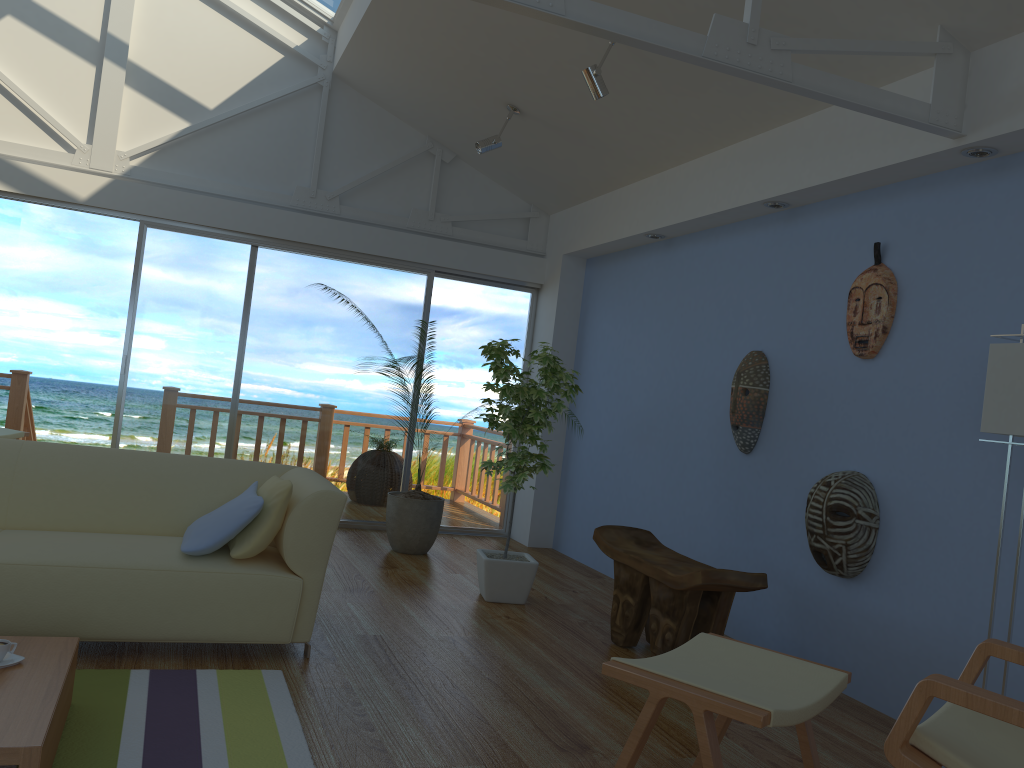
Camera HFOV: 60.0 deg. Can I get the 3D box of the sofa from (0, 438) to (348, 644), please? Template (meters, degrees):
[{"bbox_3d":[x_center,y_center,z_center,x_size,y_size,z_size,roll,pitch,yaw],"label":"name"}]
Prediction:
[{"bbox_3d":[-1.934,0.542,3.339,2.448,0.597,0.950,7,-1,-21],"label":"sofa"}]

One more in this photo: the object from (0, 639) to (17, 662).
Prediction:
[{"bbox_3d":[-1.360,0.697,2.358,0.062,0.077,0.086,6,-1,39],"label":"object"}]

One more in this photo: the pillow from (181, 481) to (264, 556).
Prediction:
[{"bbox_3d":[-1.143,0.523,3.496,0.272,0.244,0.566,7,-1,-18],"label":"pillow"}]

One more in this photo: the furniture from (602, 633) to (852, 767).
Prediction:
[{"bbox_3d":[0.571,0.972,2.394,0.449,0.427,0.619,6,-1,39],"label":"furniture"}]

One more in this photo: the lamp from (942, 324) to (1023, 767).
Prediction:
[{"bbox_3d":[1.647,0.561,2.938,0.200,1.520,0.200,7,-1,-21],"label":"lamp"}]

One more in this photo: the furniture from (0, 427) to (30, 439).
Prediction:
[{"bbox_3d":[-3.841,0.514,6.230,0.449,0.427,0.619,6,-1,24],"label":"furniture"}]

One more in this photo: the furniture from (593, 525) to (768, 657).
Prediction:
[{"bbox_3d":[0.692,0.977,3.997,0.329,0.507,1.100,7,-1,-20],"label":"furniture"}]

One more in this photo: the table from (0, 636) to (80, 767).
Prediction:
[{"bbox_3d":[-1.529,0.815,2.125,0.800,0.198,0.800,7,-1,-21],"label":"table"}]

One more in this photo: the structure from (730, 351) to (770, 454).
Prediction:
[{"bbox_3d":[1.193,0.089,4.574,0.115,0.541,0.254,7,-1,-21],"label":"structure"}]

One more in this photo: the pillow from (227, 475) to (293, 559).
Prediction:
[{"bbox_3d":[-1.019,0.502,3.531,0.201,0.311,0.559,7,-1,-21],"label":"pillow"}]

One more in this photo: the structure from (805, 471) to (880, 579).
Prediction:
[{"bbox_3d":[1.377,0.599,3.823,0.185,0.466,0.359,7,-1,-21],"label":"structure"}]

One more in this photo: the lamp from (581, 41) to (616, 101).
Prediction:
[{"bbox_3d":[0.433,-1.529,4.229,0.195,0.351,0.127,7,-1,-3],"label":"lamp"}]

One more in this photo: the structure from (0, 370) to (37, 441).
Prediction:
[{"bbox_3d":[-3.759,0.831,7.843,6.950,2.064,4.086,7,-1,-21],"label":"structure"}]

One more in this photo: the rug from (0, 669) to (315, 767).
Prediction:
[{"bbox_3d":[-1.549,0.921,2.137,2.100,0.018,1.400,7,-1,-21],"label":"rug"}]

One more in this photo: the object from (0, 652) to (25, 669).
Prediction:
[{"bbox_3d":[-1.370,0.733,2.350,0.118,0.016,0.118,6,-1,24],"label":"object"}]

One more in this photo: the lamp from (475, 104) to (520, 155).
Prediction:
[{"bbox_3d":[-0.091,-1.579,5.531,0.254,0.327,0.118,7,-1,-3],"label":"lamp"}]

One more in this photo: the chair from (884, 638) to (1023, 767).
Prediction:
[{"bbox_3d":[1.298,0.770,1.831,0.859,0.982,0.632,6,-1,39],"label":"chair"}]

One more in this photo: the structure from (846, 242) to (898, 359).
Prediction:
[{"bbox_3d":[1.553,-0.364,3.859,0.063,0.508,0.264,7,-1,-21],"label":"structure"}]

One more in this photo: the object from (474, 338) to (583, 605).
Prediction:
[{"bbox_3d":[0.036,0.459,4.758,0.495,1.409,0.699,6,-1,22],"label":"object"}]

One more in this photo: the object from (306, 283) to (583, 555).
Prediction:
[{"bbox_3d":[-0.484,0.272,5.801,1.706,1.695,1.563,8,-1,-30],"label":"object"}]
